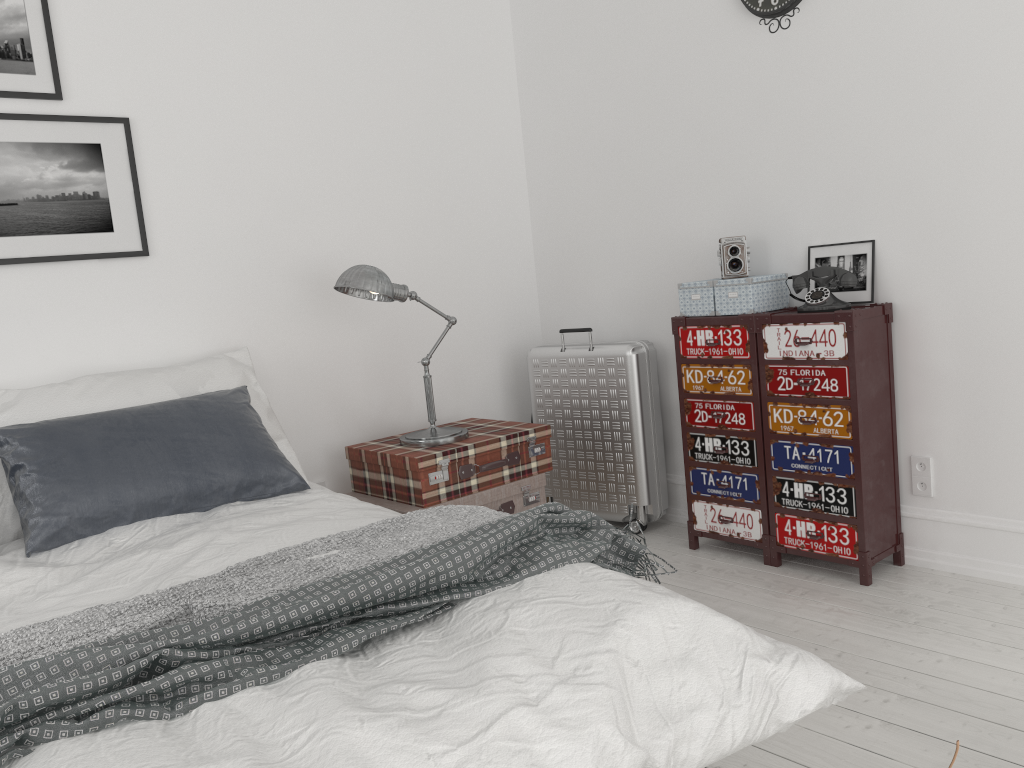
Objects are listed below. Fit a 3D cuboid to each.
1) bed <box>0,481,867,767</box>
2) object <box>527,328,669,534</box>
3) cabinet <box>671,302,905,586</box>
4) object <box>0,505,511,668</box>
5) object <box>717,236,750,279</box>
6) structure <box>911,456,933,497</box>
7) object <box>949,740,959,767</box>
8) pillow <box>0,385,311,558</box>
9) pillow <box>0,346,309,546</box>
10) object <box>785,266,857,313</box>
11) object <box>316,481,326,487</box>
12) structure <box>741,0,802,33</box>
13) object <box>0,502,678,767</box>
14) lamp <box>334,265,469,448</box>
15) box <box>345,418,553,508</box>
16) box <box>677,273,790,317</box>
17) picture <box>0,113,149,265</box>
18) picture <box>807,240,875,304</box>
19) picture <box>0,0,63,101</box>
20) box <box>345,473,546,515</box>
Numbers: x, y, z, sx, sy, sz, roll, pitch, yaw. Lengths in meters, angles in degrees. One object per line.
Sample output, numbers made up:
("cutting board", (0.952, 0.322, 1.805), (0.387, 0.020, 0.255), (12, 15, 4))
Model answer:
("bed", (-0.958, 0.565, 1.917), (2.217, 0.926, 2.473), (-11, 9, -39))
("object", (0.361, 0.189, 4.005), (0.647, 0.902, 0.208), (0, 9, 40))
("cabinet", (1.007, 0.193, 3.305), (0.281, 0.942, 0.762), (-12, 9, -40))
("object", (-0.778, 0.688, 1.716), (2.236, 0.500, 0.521), (-11, 9, -37))
("object", (0.842, -0.479, 3.354), (0.121, 0.157, 0.117), (-5, 7, 9))
("structure", (1.425, 0.322, 3.085), (0.009, 0.140, 0.070), (-12, 9, -40))
("object", (0.351, 0.437, 0.337), (0.313, 0.666, 0.291), (-4, 7, 13))
("pillow", (-1.110, 0.238, 2.727), (0.842, 0.339, 0.405), (-11, 9, -39))
("pillow", (-1.584, 0.248, 2.610), (1.965, 0.529, 0.465), (-12, 9, -40))
("object", (1.081, -0.333, 3.107), (0.181, 0.155, 0.216), (-7, 7, -10))
("object", (-0.797, 0.475, 3.673), (0.070, 0.140, 0.009), (-12, 9, -40))
("structure", (0.941, -1.494, 3.194), (0.043, 0.427, 0.330), (-12, 9, -40))
("object", (-0.532, 0.591, 1.434), (2.154, 0.377, 0.536), (-11, 9, -37))
("lamp", (-0.402, -0.113, 3.364), (0.488, 0.699, 0.269), (-12, 9, -40))
("box", (-0.238, 0.297, 3.532), (0.647, 0.185, 0.537), (-12, 9, -40))
("box", (0.843, -0.338, 3.382), (0.242, 0.131, 0.332), (-12, 9, -40))
("picture", (-1.607, -0.646, 2.941), (0.720, 0.486, 0.015), (-12, 9, -40))
("picture", (1.177, -0.395, 3.182), (0.037, 0.218, 0.254), (-12, 9, -40))
("picture", (-1.765, -1.114, 2.789), (0.592, 0.403, 0.015), (-12, 9, -40))
("box", (-0.259, 0.488, 3.515), (0.647, 0.185, 0.537), (-12, 9, -40))
